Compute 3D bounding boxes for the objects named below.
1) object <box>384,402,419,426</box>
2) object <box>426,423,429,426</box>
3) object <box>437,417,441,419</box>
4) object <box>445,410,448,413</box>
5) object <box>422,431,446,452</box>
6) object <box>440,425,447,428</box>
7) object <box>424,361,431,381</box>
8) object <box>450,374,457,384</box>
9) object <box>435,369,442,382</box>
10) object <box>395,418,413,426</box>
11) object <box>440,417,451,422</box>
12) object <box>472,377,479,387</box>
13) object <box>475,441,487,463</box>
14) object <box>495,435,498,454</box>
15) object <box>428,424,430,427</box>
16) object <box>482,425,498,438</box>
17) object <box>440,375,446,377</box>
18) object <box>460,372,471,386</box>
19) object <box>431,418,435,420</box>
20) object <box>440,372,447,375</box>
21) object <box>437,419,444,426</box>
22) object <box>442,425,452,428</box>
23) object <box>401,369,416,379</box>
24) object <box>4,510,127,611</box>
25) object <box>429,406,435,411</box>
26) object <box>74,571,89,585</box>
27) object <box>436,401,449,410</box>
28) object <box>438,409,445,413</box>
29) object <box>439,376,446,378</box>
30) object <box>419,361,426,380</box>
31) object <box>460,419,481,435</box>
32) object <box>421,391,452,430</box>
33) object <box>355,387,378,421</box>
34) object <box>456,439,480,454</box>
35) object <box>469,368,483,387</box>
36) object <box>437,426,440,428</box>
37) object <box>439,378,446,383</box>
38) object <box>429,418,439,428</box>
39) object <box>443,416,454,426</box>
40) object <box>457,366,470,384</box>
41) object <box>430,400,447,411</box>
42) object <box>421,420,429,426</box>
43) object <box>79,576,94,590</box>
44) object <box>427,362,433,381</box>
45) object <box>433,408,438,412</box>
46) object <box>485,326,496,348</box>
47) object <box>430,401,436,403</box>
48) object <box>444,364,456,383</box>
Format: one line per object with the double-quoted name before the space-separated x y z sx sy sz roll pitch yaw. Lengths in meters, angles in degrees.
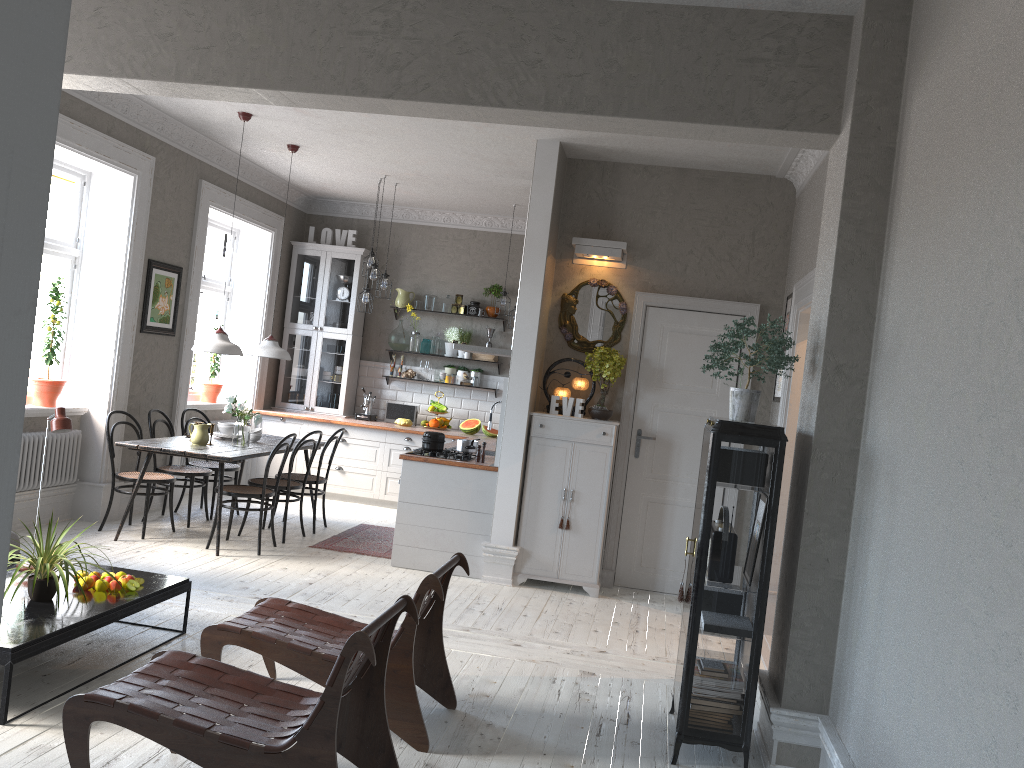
"object" -1.239 0.339 9.926 0.349 0.226 0.088 7 0 7
"object" -0.919 0.446 9.831 0.083 0.057 0.090 7 1 40
"object" -0.810 0.409 9.900 0.085 0.093 0.087 7 0 4
"object" -0.738 0.309 9.835 0.051 0.050 0.050 7 0 18
"object" -0.614 0.451 6.930 0.192 0.147 0.191 7 1 -12
"object" -0.757 0.473 9.769 0.069 0.051 0.088 6 1 -34
"object" -0.954 -0.146 9.972 0.082 0.217 0.081 7 0 -6
"object" -0.656 -0.057 9.979 0.078 0.108 0.078 7 0 2
"object" -0.836 -0.094 9.990 0.080 0.139 0.078 7 0 -19
"object" -1.186 0.419 9.713 0.196 0.083 0.190 7 1 9
"object" -0.739 0.400 9.849 0.127 0.056 0.059 7 0 0
"object" -0.406 -0.028 9.920 0.078 0.108 0.078 7 0 2
"object" -0.237 0.518 6.798 0.072 0.167 0.036 7 0 8
"object" -0.081 0.475 7.317 0.089 0.282 0.082 7 0 9
"object" -0.903 0.456 9.844 0.070 0.076 0.227 7 1 -9
"object" -0.212 0.516 9.534 0.226 0.127 0.147 7 0 -9
"object" -0.777 -0.077 9.939 0.076 0.051 0.078 7 1 27
"object" -0.508 -0.057 9.952 0.120 0.147 0.099 6 0 -24
"object" -0.841 0.416 9.911 0.077 0.076 0.157 7 1 35
"object" -0.775 -0.102 9.939 0.077 0.051 0.077 7 1 -6
"object" -0.799 0.422 9.783 0.087 0.078 0.089 7 1 35
"object" -0.752 0.463 9.892 0.055 0.044 0.212 6 1 -43
"object" -1.172 -0.118 10.054 0.178 0.111 0.095 7 0 -15
"object" -2.080 0.780 4.023 0.719 0.420 0.674 7 1 26
"object" -0.884 0.271 9.774 0.058 0.069 0.080 7 1 28
"object" -2.094 0.945 4.301 0.066 0.066 0.071 7 0 13
"object" -0.773 0.250 9.873 0.177 0.096 0.090 7 1 28
"object" -0.784 0.307 9.811 0.076 0.062 0.099 7 1 -18
"object" -0.779 -0.060 9.939 0.077 0.051 0.077 7 1 1
"object" -1.026 -0.156 10.076 0.082 0.217 0.081 7 0 -6
"object" -0.454 0.463 9.616 0.231 0.174 0.221 7 1 30
"object" -0.827 0.290 9.837 0.354 0.425 0.350 7 0 -7
"object" -1.627 0.222 9.887 0.204 0.370 0.355 7 0 9
"object" -0.313 0.492 7.124 0.297 0.134 0.178 7 1 43
"object" -0.399 -0.078 10.036 0.158 0.213 0.153 7 0 6
"object" -0.825 0.472 9.783 0.070 0.065 0.070 7 1 29
"object" -0.781 -0.043 9.939 0.077 0.051 0.077 7 1 1
"object" -0.852 0.428 9.713 0.115 0.110 0.109 6 1 -24
"object" -0.714 0.410 9.838 0.060 0.120 0.128 7 1 32
"object" -0.562 -0.098 10.048 0.170 0.214 0.150 7 1 38
"object" -0.810 0.236 9.809 0.209 0.101 0.068 7 0 14
"object" -0.952 0.438 9.871 0.075 0.072 0.155 7 1 38
"object" -2.036 0.952 4.232 0.069 0.066 0.071 7 1 23
"object" -0.942 -0.146 10.061 0.082 0.217 0.081 7 0 -6
"object" -0.844 0.298 9.784 0.063 0.061 0.067 7 0 8
"object" -0.252 -0.508 9.972 0.131 0.287 0.130 7 0 -7
"object" -0.872 0.207 9.822 0.073 0.058 0.050 7 0 -15
"object" -0.716 -0.121 10.059 0.158 0.217 0.154 7 0 -12
